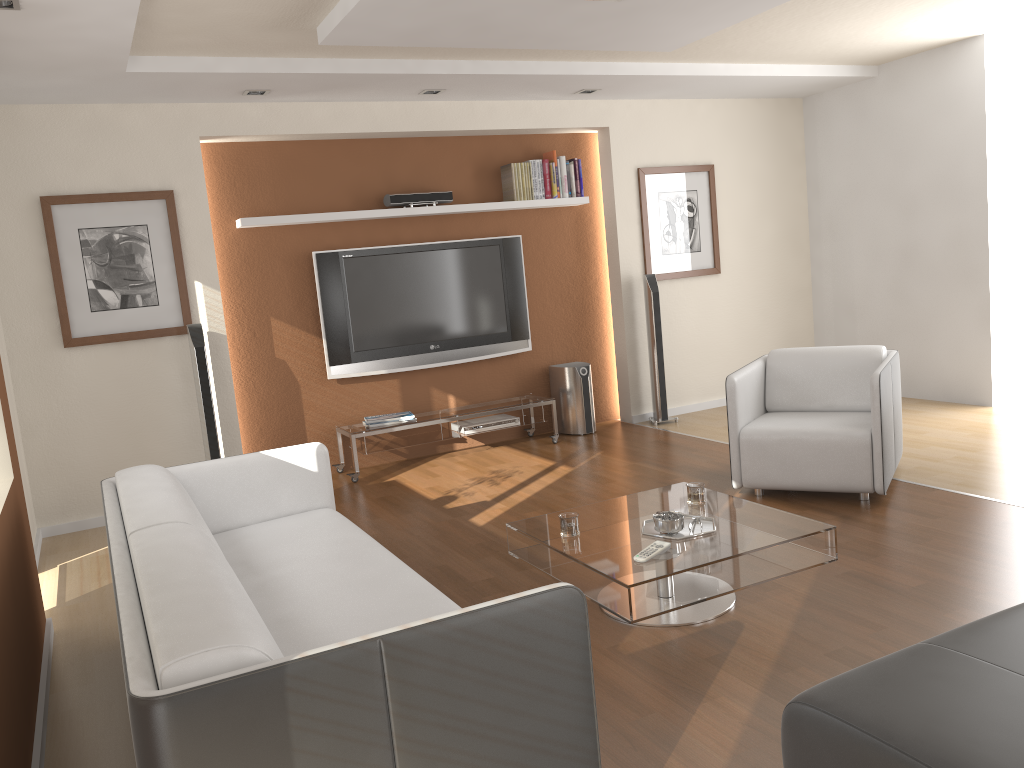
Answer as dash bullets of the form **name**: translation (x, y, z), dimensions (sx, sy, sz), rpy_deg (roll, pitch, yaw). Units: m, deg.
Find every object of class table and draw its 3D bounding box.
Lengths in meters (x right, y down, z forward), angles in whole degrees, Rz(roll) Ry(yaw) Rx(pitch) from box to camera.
- **table**: translation (0.588, 0.690, 3.437), dimensions (0.900, 0.300, 0.900), rpy_deg (-9, 8, -25)

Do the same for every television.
- **television**: translation (-0.616, -0.571, 6.460), dimensions (1.594, 0.900, 0.097), rpy_deg (-9, 8, -25)

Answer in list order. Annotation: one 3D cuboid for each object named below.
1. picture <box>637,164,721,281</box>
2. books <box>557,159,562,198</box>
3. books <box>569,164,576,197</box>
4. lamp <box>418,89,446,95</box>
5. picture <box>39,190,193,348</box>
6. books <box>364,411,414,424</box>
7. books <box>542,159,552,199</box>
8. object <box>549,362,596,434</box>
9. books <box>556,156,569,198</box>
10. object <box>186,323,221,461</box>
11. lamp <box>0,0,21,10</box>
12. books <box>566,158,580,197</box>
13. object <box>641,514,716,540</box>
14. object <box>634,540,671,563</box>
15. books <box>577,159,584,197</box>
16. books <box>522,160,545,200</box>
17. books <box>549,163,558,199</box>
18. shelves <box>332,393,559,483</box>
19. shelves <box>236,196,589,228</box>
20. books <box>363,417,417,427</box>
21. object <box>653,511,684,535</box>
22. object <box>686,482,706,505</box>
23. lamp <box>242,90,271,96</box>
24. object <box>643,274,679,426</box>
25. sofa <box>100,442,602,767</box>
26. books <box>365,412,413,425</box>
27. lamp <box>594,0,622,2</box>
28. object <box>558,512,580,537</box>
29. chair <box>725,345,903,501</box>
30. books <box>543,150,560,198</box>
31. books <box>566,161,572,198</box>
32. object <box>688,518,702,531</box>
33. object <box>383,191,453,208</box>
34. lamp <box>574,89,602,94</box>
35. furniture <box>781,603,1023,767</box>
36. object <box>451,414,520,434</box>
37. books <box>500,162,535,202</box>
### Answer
- **picture**: translation (1.351, -1.297, 7.118), dimensions (0.734, 0.884, 0.025), rpy_deg (-9, 8, -25)
- **books**: translation (0.327, -1.560, 6.786), dimensions (0.022, 0.293, 0.167), rpy_deg (-9, 8, -25)
- **books**: translation (0.433, -1.555, 6.837), dimensions (0.028, 0.248, 0.169), rpy_deg (-9, 8, -25)
- **lamp**: translation (-0.529, -1.957, 5.817), dimensions (0.146, 0.087, 0.146), rpy_deg (-9, 8, -25)
- **picture**: translation (-2.367, -0.702, 5.350), dimensions (0.734, 0.884, 0.025), rpy_deg (-9, 8, -25)
- **books**: translation (-0.859, 0.229, 6.187), dimensions (0.326, 0.017, 0.228), rpy_deg (-7, 8, -14)
- **books**: translation (0.233, -1.545, 6.739), dimensions (0.053, 0.293, 0.169), rpy_deg (-9, 8, -25)
- **object**: translation (0.498, 0.108, 6.902), dimensions (0.286, 0.518, 0.323), rpy_deg (-9, 8, -25)
- **books**: translation (0.361, -1.575, 6.794), dimensions (0.050, 0.313, 0.179), rpy_deg (-9, 8, -25)
- **object**: translation (-1.889, 0.210, 5.499), dimensions (0.228, 1.165, 0.215), rpy_deg (-10, 9, -30)
- **lamp**: translation (-1.960, -1.489, 3.371), dimensions (0.146, 0.087, 0.146), rpy_deg (-9, 8, -25)
- **books**: translation (0.462, -1.582, 6.849), dimensions (0.041, 0.293, 0.169), rpy_deg (-9, 8, -25)
- **object**: translation (0.630, 0.539, 3.358), dimensions (0.315, 0.011, 0.273), rpy_deg (-8, 8, -18)
- **object**: translation (0.484, 0.582, 3.079), dimensions (0.158, 0.029, 0.064), rpy_deg (-13, 11, -44)
- **books**: translation (0.494, -1.583, 6.864), dimensions (0.029, 0.286, 0.169), rpy_deg (-9, 8, -25)
- **books**: translation (0.159, -1.535, 6.709), dimensions (0.104, 0.295, 0.146), rpy_deg (-9, 8, -25)
- **books**: translation (0.280, -1.537, 6.753), dimensions (0.041, 0.266, 0.186), rpy_deg (-9, 8, -25)
- **shelves**: translation (-0.469, 0.370, 6.401), dimensions (1.617, 0.340, 0.444), rpy_deg (-9, 8, -25)
- **shelves**: translation (-0.618, -1.236, 6.347), dimensions (2.612, 0.050, 0.200), rpy_deg (-9, 8, -25)
- **books**: translation (-0.856, 0.254, 6.190), dimensions (0.326, 0.017, 0.228), rpy_deg (-9, 8, -22)
- **object**: translation (0.585, 0.514, 3.307), dimensions (0.118, 0.079, 0.117), rpy_deg (-8, 8, -18)
- **object**: translation (0.760, 0.452, 3.666), dimensions (0.079, 0.077, 0.079), rpy_deg (-11, 10, -36)
- **lamp**: translation (-1.544, -1.795, 5.334), dimensions (0.146, 0.087, 0.146), rpy_deg (-9, 8, -25)
- **object**: translation (1.119, -0.272, 6.929), dimensions (0.228, 1.165, 0.215), rpy_deg (-8, 8, -20)
- **sofa**: translation (-0.711, 0.679, 2.747), dimensions (0.919, 0.661, 2.238), rpy_deg (-9, 8, -25)
- **books**: translation (-0.857, 0.242, 6.188), dimensions (0.326, 0.017, 0.228), rpy_deg (-7, 8, -8)
- **lamp**: translation (0.401, -1.801, 4.010), dimensions (0.291, 0.087, 0.146), rpy_deg (-9, 8, -25)
- **object**: translation (0.220, 0.539, 3.401), dimensions (0.079, 0.077, 0.079), rpy_deg (-11, 10, -36)
- **chair**: translation (1.683, 0.186, 4.865), dimensions (0.767, 0.706, 0.919), rpy_deg (-1, 9, 29)
- **books**: translation (0.302, -1.588, 6.770), dimensions (0.028, 0.358, 0.169), rpy_deg (-9, 8, -25)
- **books**: translation (0.398, -1.565, 6.826), dimensions (0.041, 0.278, 0.157), rpy_deg (-9, 8, -25)
- **object**: translation (0.695, 0.521, 3.342), dimensions (0.051, 0.035, 0.147), rpy_deg (-3, 8, 16)
- **object**: translation (-0.664, -1.308, 6.314), dimensions (0.470, 0.109, 0.182), rpy_deg (-9, 8, -25)
- **lamp**: translation (0.538, -2.128, 6.324), dimensions (0.146, 0.087, 0.146), rpy_deg (-9, 8, -25)
- **furniture**: translation (1.336, 0.756, 2.037), dimensions (1.291, 0.301, 0.685), rpy_deg (-9, 8, -25)
- **object**: translation (-0.194, 0.291, 6.501), dimensions (0.435, 0.052, 0.274), rpy_deg (-9, 8, -25)
- **books**: translation (0.039, -1.505, 6.649), dimensions (0.167, 0.275, 0.195), rpy_deg (-9, 8, -25)
